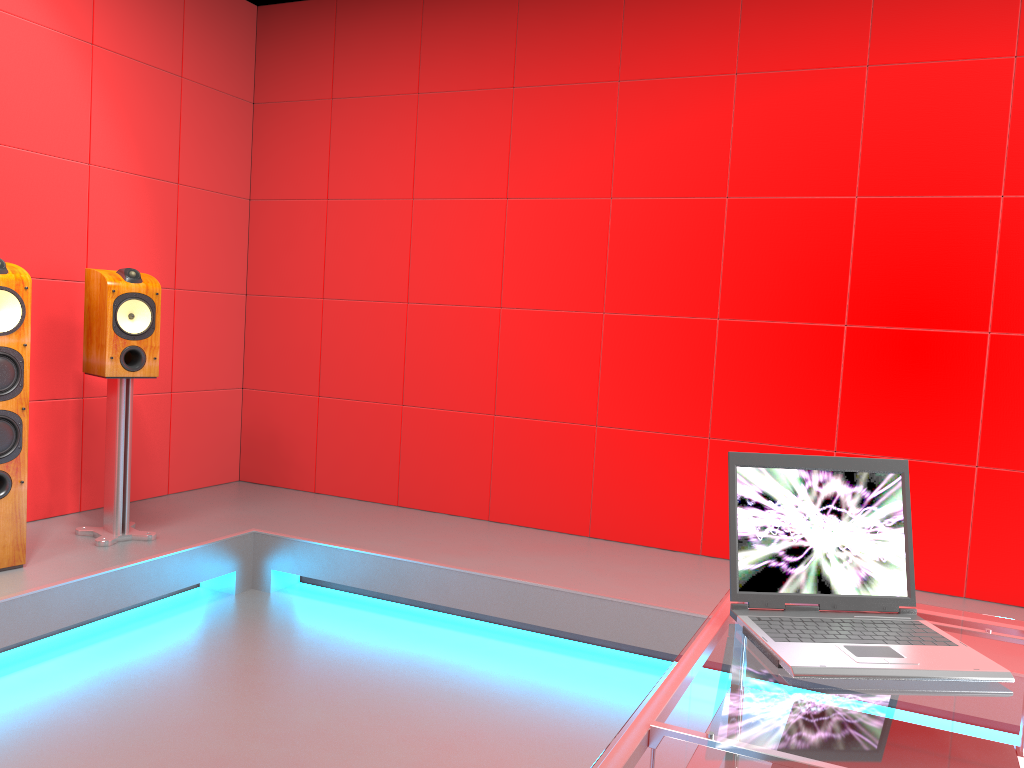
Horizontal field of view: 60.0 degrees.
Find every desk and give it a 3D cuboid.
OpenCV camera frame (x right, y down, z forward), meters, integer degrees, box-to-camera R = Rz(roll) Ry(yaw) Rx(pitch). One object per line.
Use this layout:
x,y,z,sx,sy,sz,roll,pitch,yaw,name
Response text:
0.374,0.790,1.029,0.594,0.690,1.617,5,4,24,desk

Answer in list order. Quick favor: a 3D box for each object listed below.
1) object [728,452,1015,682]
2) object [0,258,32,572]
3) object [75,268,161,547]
0.564,0.284,1.448,0.342,0.285,0.340,3,4,-6,object
-1.786,0.098,2.985,0.238,1.052,0.203,6,5,34,object
-1.537,0.077,3.475,0.265,1.058,0.231,7,5,44,object
